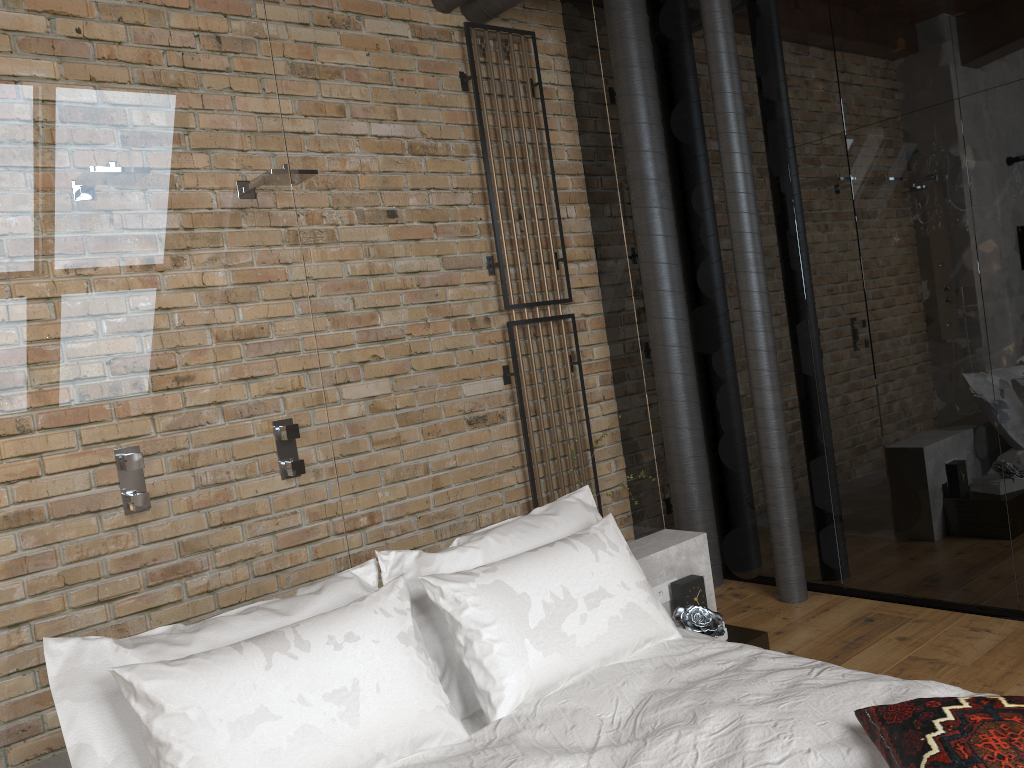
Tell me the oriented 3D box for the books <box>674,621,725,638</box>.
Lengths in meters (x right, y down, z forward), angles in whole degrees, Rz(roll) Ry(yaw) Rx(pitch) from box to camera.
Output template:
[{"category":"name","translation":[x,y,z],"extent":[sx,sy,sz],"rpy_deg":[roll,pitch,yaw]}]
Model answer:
[{"category":"books","translation":[0.618,0.856,3.062],"extent":[0.175,0.030,0.184],"rpy_deg":[-6,3,35]}]

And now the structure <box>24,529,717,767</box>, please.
[{"category":"structure","translation":[-0.354,1.023,2.631],"extent":[2.820,0.494,0.206],"rpy_deg":[-10,3,-39]}]

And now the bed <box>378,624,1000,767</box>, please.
[{"category":"bed","translation":[0.495,0.966,1.793],"extent":[2.300,0.442,2.169],"rpy_deg":[-10,3,-39]}]

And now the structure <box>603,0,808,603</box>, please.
[{"category":"structure","translation":[0.498,-0.507,4.167],"extent":[0.829,3.140,1.189],"rpy_deg":[-10,3,-39]}]

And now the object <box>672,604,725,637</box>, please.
[{"category":"object","translation":[0.634,0.802,2.999],"extent":[0.170,0.094,0.160],"rpy_deg":[-10,3,-28]}]

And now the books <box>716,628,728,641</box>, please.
[{"category":"books","translation":[0.618,0.891,3.059],"extent":[0.193,0.040,0.203],"rpy_deg":[-7,3,32]}]

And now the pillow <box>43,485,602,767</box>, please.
[{"category":"pillow","translation":[-0.273,0.695,2.416],"extent":[1.746,0.517,0.358],"rpy_deg":[-10,3,-40]}]

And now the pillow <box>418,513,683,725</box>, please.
[{"category":"pillow","translation":[0.128,0.648,2.532],"extent":[0.748,0.385,0.291],"rpy_deg":[-10,3,-39]}]

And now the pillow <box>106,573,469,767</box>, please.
[{"category":"pillow","translation":[-0.480,0.736,2.029],"extent":[0.744,0.397,0.276],"rpy_deg":[-10,3,-39]}]

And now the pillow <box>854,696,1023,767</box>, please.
[{"category":"pillow","translation":[0.880,0.694,1.477],"extent":[0.453,0.157,0.748],"rpy_deg":[-8,3,11]}]

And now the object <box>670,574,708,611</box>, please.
[{"category":"object","translation":[0.656,0.807,3.263],"extent":[0.116,0.178,0.067],"rpy_deg":[-10,3,-36]}]
